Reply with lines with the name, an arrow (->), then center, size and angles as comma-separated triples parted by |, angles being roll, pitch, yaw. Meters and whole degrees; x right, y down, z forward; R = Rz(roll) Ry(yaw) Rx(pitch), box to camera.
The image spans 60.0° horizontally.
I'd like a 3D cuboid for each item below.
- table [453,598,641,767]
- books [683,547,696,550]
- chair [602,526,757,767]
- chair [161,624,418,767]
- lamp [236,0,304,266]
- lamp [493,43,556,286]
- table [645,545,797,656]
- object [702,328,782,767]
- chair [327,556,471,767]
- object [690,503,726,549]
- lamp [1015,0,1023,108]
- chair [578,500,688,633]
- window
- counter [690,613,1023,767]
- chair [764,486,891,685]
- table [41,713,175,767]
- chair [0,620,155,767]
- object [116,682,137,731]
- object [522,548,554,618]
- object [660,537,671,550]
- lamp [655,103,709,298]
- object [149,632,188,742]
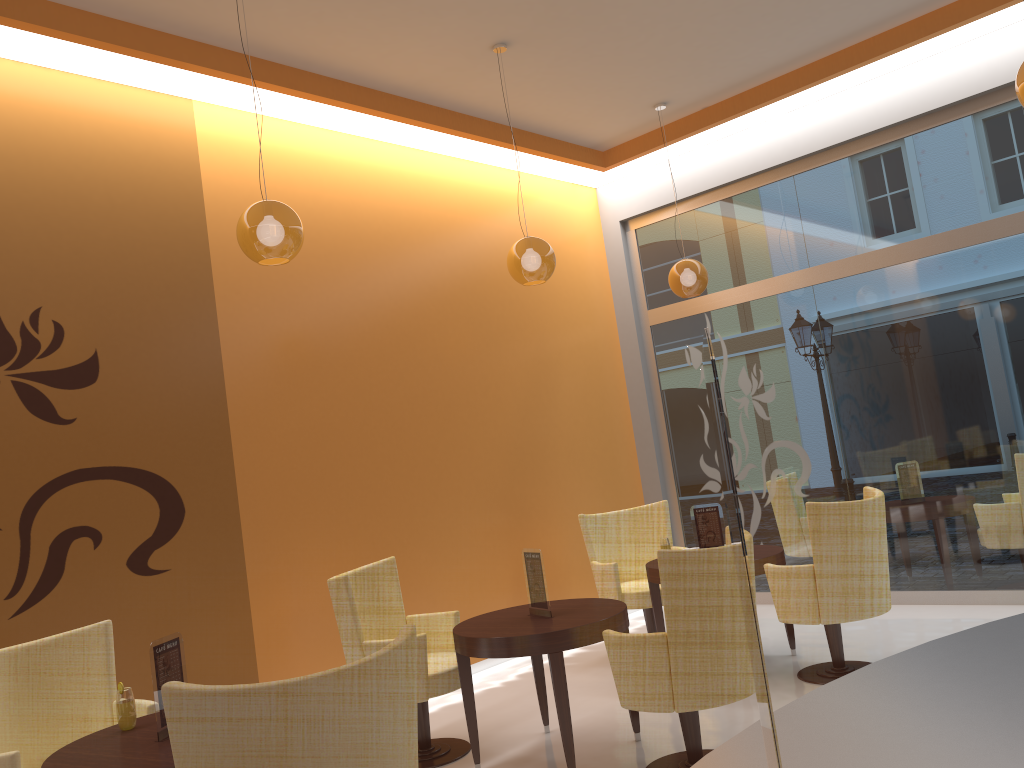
table -> 0.185, 1.492, 4.389 | 0.874, 0.679, 0.872 | -7, -5, -11
books -> 1.295, 1.111, 5.913 | 0.339, 0.028, 0.273 | -10, -5, 17
chair -> 0.788, 1.193, 3.930 | 0.685, 1.017, 0.729 | -12, -7, 39
chair -> -0.591, 1.267, 2.544 | 0.729, 1.017, 0.685 | -5, -6, -31
lamp -> -1.183, -1.291, 4.081 | 0.299, 1.500, 0.299 | -6, -5, -23
lamp -> 0.030, -1.346, 5.410 | 0.299, 1.500, 0.299 | -13, -7, 42
table -> 1.339, 1.440, 5.653 | 0.874, 0.679, 0.872 | -8, -5, -1
object -> 0.165, 0.176, 0.608 | 0.052, 0.414, 0.258 | -9, -5, 11
chair -> -0.571, 1.459, 4.731 | 0.685, 1.017, 0.729 | -9, -5, 10
object -> 1.267, 0.940, 5.698 | 0.209, 0.335, 0.042 | -11, -6, 25
lamp -> 2.061, -1.805, 3.538 | 0.299, 1.500, 0.299 | -4, -6, -37
chair -> 0.927, 1.392, 6.373 | 0.729, 1.017, 0.685 | -7, -5, -16
window -> 4.269, -0.442, 5.302 | 8.200, 3.380, 0.040 | -13, -7, 42
counter -> 1.365, 0.777, 0.674 | 2.917, 1.100, 1.586 | -8, -5, -3
chair -> 1.839, 1.146, 5.081 | 0.729, 1.017, 0.685 | -3, -7, -45
table -> -1.124, 1.565, 3.106 | 0.874, 0.679, 0.872 | -7, -5, -16
chair -> -1.807, 1.531, 3.549 | 0.685, 1.017, 0.729 | -11, -6, 30
object -> -1.437, 1.196, 3.294 | 0.072, 0.171, 0.067 | -8, -5, 0
object -> 0.120, 0.992, 4.441 | 0.042, 0.335, 0.209 | -5, -6, -30
object -> 1.008, 1.082, 5.809 | 0.067, 0.148, 0.067 | -6, -6, -24
lamp -> 1.242, -1.401, 6.739 | 0.299, 1.500, 0.299 | -13, -7, 42
object -> -1.833, 1.093, 2.440 | 0.187, 0.335, 2.090 | -12, -6, 38
